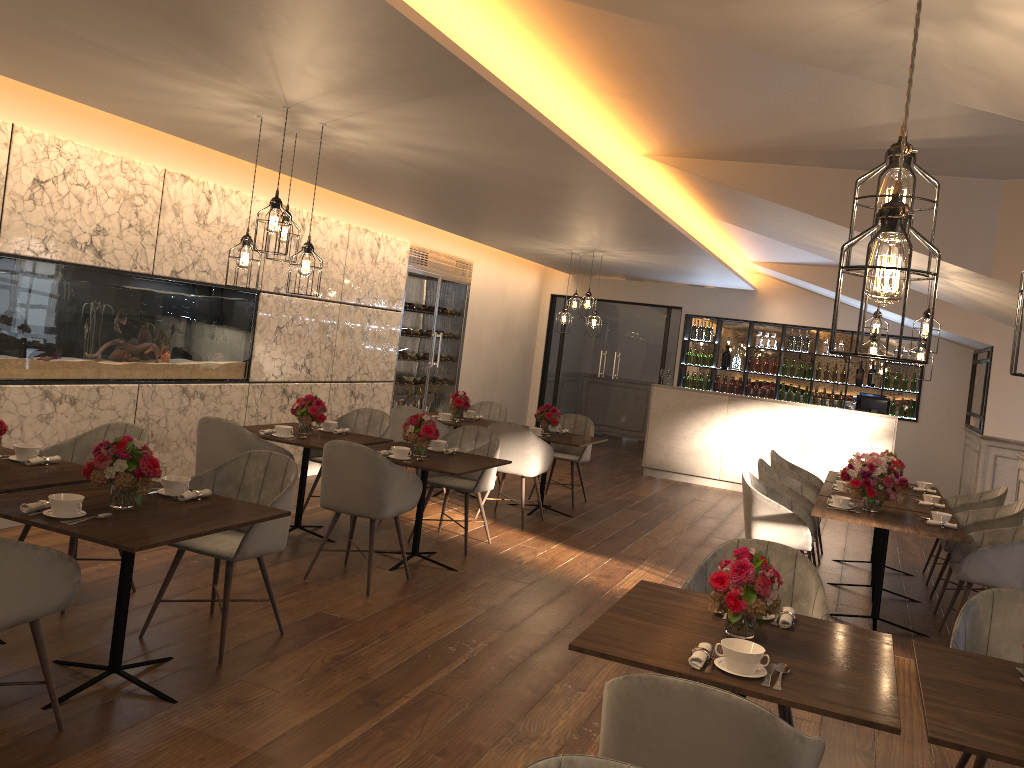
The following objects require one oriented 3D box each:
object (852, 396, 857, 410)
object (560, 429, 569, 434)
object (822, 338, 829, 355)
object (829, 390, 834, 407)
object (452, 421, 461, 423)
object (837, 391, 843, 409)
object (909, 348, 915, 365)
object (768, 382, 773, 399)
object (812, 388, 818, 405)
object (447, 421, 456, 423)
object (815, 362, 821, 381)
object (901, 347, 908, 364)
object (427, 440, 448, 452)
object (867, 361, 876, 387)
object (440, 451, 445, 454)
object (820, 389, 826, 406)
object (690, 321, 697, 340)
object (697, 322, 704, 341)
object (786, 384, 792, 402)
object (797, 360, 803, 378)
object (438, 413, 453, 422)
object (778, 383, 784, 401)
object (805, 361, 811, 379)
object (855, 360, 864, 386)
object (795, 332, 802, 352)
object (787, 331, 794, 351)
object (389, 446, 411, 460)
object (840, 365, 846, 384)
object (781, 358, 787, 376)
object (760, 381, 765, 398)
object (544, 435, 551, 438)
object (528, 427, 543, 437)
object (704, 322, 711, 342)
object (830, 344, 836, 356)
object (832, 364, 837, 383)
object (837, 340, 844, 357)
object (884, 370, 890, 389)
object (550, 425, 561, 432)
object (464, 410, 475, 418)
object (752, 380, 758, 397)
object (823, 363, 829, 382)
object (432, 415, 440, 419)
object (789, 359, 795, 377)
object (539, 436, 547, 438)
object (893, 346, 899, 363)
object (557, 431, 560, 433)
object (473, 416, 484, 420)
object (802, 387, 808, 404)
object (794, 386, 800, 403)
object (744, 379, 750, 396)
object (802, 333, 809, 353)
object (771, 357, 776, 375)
[{"bbox_3d":[4.787,0.276,12.387,0.065,0.208,0.065,7,0,-23],"label":"object"},{"bbox_3d":[0.508,0.459,8.567,0.056,0.039,0.175,8,3,22],"label":"object"},{"bbox_3d":[4.439,-0.529,12.536,0.070,0.236,0.041,7,0,21],"label":"object"},{"bbox_3d":[4.517,0.208,12.499,0.065,0.261,0.066,7,0,0],"label":"object"},{"bbox_3d":[-0.534,0.357,8.356,0.043,0.015,0.197,8,3,25],"label":"object"},{"bbox_3d":[4.619,0.223,12.458,0.065,0.261,0.066,7,0,0],"label":"object"},{"bbox_3d":[5.482,-0.380,12.110,0.070,0.236,0.041,7,0,21],"label":"object"},{"bbox_3d":[3.747,0.098,12.814,0.065,0.261,0.066,7,0,0],"label":"object"},{"bbox_3d":[4.314,0.179,12.582,0.065,0.261,0.066,7,0,0],"label":"object"},{"bbox_3d":[-0.557,0.359,8.373,0.022,0.004,0.210,8,3,22],"label":"object"},{"bbox_3d":[4.357,-0.181,12.584,0.065,0.261,0.066,7,0,0],"label":"object"},{"bbox_3d":[5.390,-0.393,12.147,0.070,0.236,0.041,7,0,21],"label":"object"},{"bbox_3d":[-0.527,0.440,6.295,0.148,0.072,0.149,6,3,-26],"label":"object"},{"bbox_3d":[5.002,-0.138,12.295,0.103,0.359,0.104,7,0,-41],"label":"object"},{"bbox_3d":[-0.460,0.474,6.256,0.025,0.024,0.192,7,3,22],"label":"object"},{"bbox_3d":[4.415,0.194,12.541,0.065,0.261,0.066,7,0,0],"label":"object"},{"bbox_3d":[2.723,-0.811,13.239,0.075,0.310,0.075,7,0,-43],"label":"object"},{"bbox_3d":[2.819,-0.798,13.200,0.075,0.310,0.075,7,0,-25],"label":"object"},{"bbox_3d":[3.988,0.133,12.716,0.065,0.261,0.066,7,0,0],"label":"object"},{"bbox_3d":[4.133,-0.214,12.676,0.065,0.263,0.066,7,0,0],"label":"object"},{"bbox_3d":[-0.634,0.315,8.378,0.148,0.072,0.149,6,3,-26],"label":"object"},{"bbox_3d":[3.886,0.118,12.757,0.065,0.261,0.066,7,0,0],"label":"object"},{"bbox_3d":[4.234,-0.199,12.634,0.065,0.263,0.066,7,0,0],"label":"object"},{"bbox_3d":[4.859,-0.157,12.357,0.104,0.359,0.104,7,0,-16],"label":"object"},{"bbox_3d":[4.104,-0.615,12.674,0.075,0.310,0.075,7,0,33],"label":"object"},{"bbox_3d":[4.008,-0.628,12.714,0.075,0.310,0.075,7,0,-36],"label":"object"},{"bbox_3d":[-0.721,0.448,5.717,0.148,0.072,0.149,6,3,-26],"label":"object"},{"bbox_3d":[4.662,-0.137,12.459,0.065,0.261,0.066,7,0,0],"label":"object"},{"bbox_3d":[3.929,-0.242,12.759,0.065,0.261,0.066,7,0,0],"label":"object"},{"bbox_3d":[3.645,0.084,12.856,0.065,0.261,0.066,7,0,0],"label":"object"},{"bbox_3d":[0.319,0.479,8.008,0.043,0.015,0.197,8,3,18],"label":"object"},{"bbox_3d":[0.211,0.435,8.032,0.148,0.072,0.149,6,3,-26],"label":"object"},{"bbox_3d":[2.915,-0.784,13.160,0.075,0.310,0.075,7,0,-21],"label":"object"},{"bbox_3d":[4.532,-0.515,12.498,0.070,0.236,0.041,7,0,21],"label":"object"},{"bbox_3d":[4.560,-0.152,12.501,0.065,0.261,0.066,7,0,0],"label":"object"},{"bbox_3d":[4.624,-0.502,12.460,0.070,0.236,0.041,7,0,21],"label":"object"},{"bbox_3d":[5.197,-0.062,12.241,0.065,0.263,0.066,7,0,0],"label":"object"},{"bbox_3d":[0.405,0.427,8.610,0.149,0.072,0.148,9,3,44],"label":"object"},{"bbox_3d":[-0.441,0.307,8.955,0.149,0.072,0.148,9,3,44],"label":"object"},{"bbox_3d":[3.543,0.069,12.897,0.065,0.261,0.066,7,0,0],"label":"object"},{"bbox_3d":[4.459,-0.166,12.542,0.065,0.261,0.066,7,0,0],"label":"object"},{"bbox_3d":[-0.741,0.317,8.420,0.056,0.039,0.175,8,3,22],"label":"object"},{"bbox_3d":[4.031,-0.228,12.717,0.065,0.263,0.066,7,0,0],"label":"object"},{"bbox_3d":[0.288,0.480,8.027,0.022,0.004,0.210,8,3,22],"label":"object"},{"bbox_3d":[5.297,-0.406,12.185,0.070,0.236,0.041,7,0,21],"label":"object"},{"bbox_3d":[0.472,0.462,8.571,0.025,0.024,0.192,7,3,22],"label":"object"},{"bbox_3d":[-0.338,0.339,8.913,0.056,0.039,0.175,8,3,22],"label":"object"},{"bbox_3d":[4.191,0.162,12.632,0.065,0.261,0.066,7,0,0],"label":"object"},{"bbox_3d":[4.089,0.147,12.674,0.065,0.261,0.066,7,0,0],"label":"object"},{"bbox_3d":[3.442,0.055,12.939,0.065,0.261,0.066,7,0,0],"label":"object"},{"bbox_3d":[4.200,-0.601,12.635,0.075,0.310,0.075,7,0,33],"label":"object"},{"bbox_3d":[3.790,-0.262,12.816,0.065,0.261,0.066,7,0,0],"label":"object"}]
